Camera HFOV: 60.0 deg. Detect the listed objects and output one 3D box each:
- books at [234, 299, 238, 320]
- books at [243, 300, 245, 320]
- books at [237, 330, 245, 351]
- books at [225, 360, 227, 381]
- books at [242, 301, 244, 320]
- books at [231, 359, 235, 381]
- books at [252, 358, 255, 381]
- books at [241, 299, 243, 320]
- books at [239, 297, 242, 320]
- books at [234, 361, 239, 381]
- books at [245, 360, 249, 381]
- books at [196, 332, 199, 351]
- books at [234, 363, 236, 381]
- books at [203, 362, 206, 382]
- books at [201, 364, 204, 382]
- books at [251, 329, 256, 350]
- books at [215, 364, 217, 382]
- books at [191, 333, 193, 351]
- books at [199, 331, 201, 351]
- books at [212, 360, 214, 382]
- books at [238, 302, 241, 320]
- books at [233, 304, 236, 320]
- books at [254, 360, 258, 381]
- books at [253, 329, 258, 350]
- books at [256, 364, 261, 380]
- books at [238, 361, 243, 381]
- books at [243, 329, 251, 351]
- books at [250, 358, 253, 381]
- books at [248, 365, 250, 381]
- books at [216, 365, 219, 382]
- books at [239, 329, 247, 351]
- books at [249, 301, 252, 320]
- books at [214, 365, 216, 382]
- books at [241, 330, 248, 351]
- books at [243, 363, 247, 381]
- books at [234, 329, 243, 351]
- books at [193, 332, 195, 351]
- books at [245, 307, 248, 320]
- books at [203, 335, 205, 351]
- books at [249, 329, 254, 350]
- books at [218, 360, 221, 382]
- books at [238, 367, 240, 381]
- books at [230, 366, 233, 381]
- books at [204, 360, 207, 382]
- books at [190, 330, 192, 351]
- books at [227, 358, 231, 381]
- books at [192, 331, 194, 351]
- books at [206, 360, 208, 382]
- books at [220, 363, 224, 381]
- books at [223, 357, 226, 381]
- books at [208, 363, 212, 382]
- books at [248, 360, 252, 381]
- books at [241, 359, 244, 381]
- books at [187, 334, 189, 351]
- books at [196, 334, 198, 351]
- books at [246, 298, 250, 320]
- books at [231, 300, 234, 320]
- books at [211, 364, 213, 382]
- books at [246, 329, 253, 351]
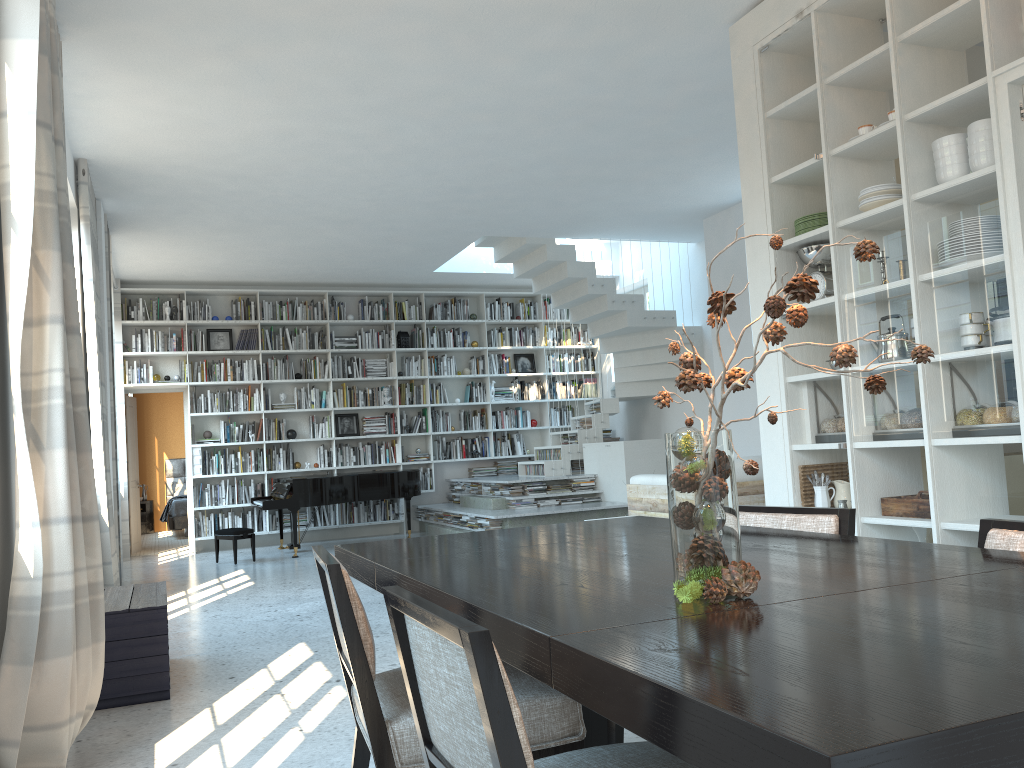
[{"bbox_3d":[-3.390,-0.888,10.903,0.024,0.279,0.188,-2,-4,-22],"label":"books"},{"bbox_3d":[-3.313,-0.888,10.933,0.011,0.274,0.183,-2,-4,-22],"label":"books"},{"bbox_3d":[-3.347,-0.519,10.909,0.110,0.279,0.174,-2,-4,-22],"label":"books"},{"bbox_3d":[-3.481,-0.149,10.796,0.023,0.271,0.187,-2,-4,-22],"label":"books"},{"bbox_3d":[-3.322,-0.882,10.928,0.010,0.263,0.156,-2,-4,-22],"label":"books"},{"bbox_3d":[-3.411,-0.158,10.844,0.025,0.286,0.161,-2,-4,-22],"label":"books"},{"bbox_3d":[-3.195,-0.167,10.919,0.022,0.289,0.169,-2,-4,-22],"label":"books"},{"bbox_3d":[-3.337,-0.891,10.935,0.013,0.283,0.166,-2,-4,-22],"label":"books"},{"bbox_3d":[-3.356,-0.908,10.946,0.014,0.320,0.137,-2,-4,-22],"label":"books"},{"bbox_3d":[-3.374,-0.146,10.861,0.029,0.260,0.158,-2,-4,-22],"label":"books"},{"bbox_3d":[-3.259,-0.152,10.886,0.022,0.263,0.174,-2,-4,-22],"label":"books"},{"bbox_3d":[-3.797,-0.491,10.708,0.019,0.243,0.153,-2,-4,-22],"label":"books"},{"bbox_3d":[-3.387,-0.133,10.839,0.013,0.232,0.171,-2,-4,-22],"label":"books"},{"bbox_3d":[-3.716,-0.132,10.708,0.014,0.252,0.187,-2,-4,-22],"label":"books"},{"bbox_3d":[-3.737,-0.120,10.701,0.030,0.229,0.172,-2,-4,-22],"label":"books"},{"bbox_3d":[-3.204,-0.529,10.967,0.078,0.285,0.174,-2,-4,-22],"label":"books"},{"bbox_3d":[-3.598,-0.124,10.761,0.011,0.229,0.170,-2,-4,-22],"label":"books"},{"bbox_3d":[-3.853,-0.482,10.677,0.009,0.228,0.184,-2,-4,-22],"label":"books"},{"bbox_3d":[-3.769,-0.500,10.707,0.023,0.258,0.183,-2,-4,-22],"label":"books"},{"bbox_3d":[-3.626,-0.147,10.758,0.012,0.277,0.150,-2,-4,-22],"label":"books"},{"bbox_3d":[-3.364,-0.874,10.911,0.028,0.249,0.155,-2,-4,-22],"label":"books"},{"bbox_3d":[-3.414,-0.856,10.896,0.028,0.218,0.153,-2,-4,-22],"label":"books"},{"bbox_3d":[-3.167,-0.155,10.926,0.035,0.263,0.178,-2,-4,-22],"label":"books"},{"bbox_3d":[-3.178,-0.531,10.962,0.078,0.285,0.174,-2,-4,-22],"label":"books"},{"bbox_3d":[-3.121,-0.128,10.915,0.039,0.202,0.236,-2,-4,-22],"label":"books"},{"bbox_3d":[-3.332,-0.147,10.881,0.035,0.260,0.131,-2,-4,-22],"label":"books"},{"bbox_3d":[-3.269,-0.526,10.919,0.097,0.282,0.174,-2,-4,-22],"label":"books"},{"bbox_3d":[-3.206,-0.168,10.901,0.012,0.290,0.182,-2,-4,-22],"label":"books"},{"bbox_3d":[-3.245,-0.123,10.903,0.013,0.206,0.172,-2,-4,-22],"label":"books"},{"bbox_3d":[-3.576,-0.119,10.762,0.031,0.217,0.173,-2,-4,-22],"label":"books"},{"bbox_3d":[-3.319,-0.522,10.901,0.110,0.279,0.174,-2,-4,-22],"label":"books"},{"bbox_3d":[-3.244,-0.882,10.979,0.022,0.260,0.152,-2,-4,-22],"label":"books"},{"bbox_3d":[-3.607,-0.119,10.749,0.014,0.218,0.164,-2,-4,-22],"label":"books"},{"bbox_3d":[-3.304,-0.521,10.926,0.110,0.279,0.174,-2,-4,-22],"label":"books"},{"bbox_3d":[-3.282,-0.135,10.876,0.030,0.230,0.172,-2,-4,-22],"label":"books"},{"bbox_3d":[-3.364,-0.519,10.892,0.110,0.279,0.174,-2,-4,-22],"label":"books"},{"bbox_3d":[-3.838,-0.492,10.698,0.010,0.249,0.166,-2,-4,-22],"label":"books"},{"bbox_3d":[-3.283,-0.847,10.946,0.027,0.190,0.177,-2,-4,-22],"label":"books"},{"bbox_3d":[-3.730,-0.479,10.721,0.012,0.214,0.185,-2,-4,-22],"label":"books"},{"bbox_3d":[-3.227,-0.528,10.962,0.078,0.285,0.174,-2,-4,-22],"label":"books"},{"bbox_3d":[-3.559,-0.147,10.777,0.014,0.272,0.180,-2,-4,-22],"label":"books"},{"bbox_3d":[-3.348,-0.110,10.866,0.022,0.186,0.136,-2,-4,-22],"label":"books"},{"bbox_3d":[-3.423,-0.114,10.806,0.029,0.195,0.192,-2,-4,-22],"label":"books"},{"bbox_3d":[-3.703,-0.146,10.719,0.020,0.280,0.164,-2,-4,-22],"label":"books"},{"bbox_3d":[-3.871,-0.505,10.686,0.005,0.277,0.147,-2,-4,-22],"label":"books"},{"bbox_3d":[-3.455,-0.158,10.801,0.030,0.285,0.185,-2,-4,-22],"label":"books"},{"bbox_3d":[-3.843,-0.498,10.686,0.009,0.260,0.184,-2,-4,-22],"label":"books"},{"bbox_3d":[-3.685,-0.146,10.715,0.011,0.277,0.164,-2,-4,-22],"label":"books"},{"bbox_3d":[-3.531,-0.130,10.791,0.047,0.238,0.162,-2,-4,-22],"label":"books"},{"bbox_3d":[-3.506,-0.164,10.807,0.014,0.303,0.151,-2,-4,-22],"label":"books"},{"bbox_3d":[-3.664,-0.132,10.741,0.047,0.249,0.134,-2,-4,-22],"label":"books"},{"bbox_3d":[-3.233,-0.153,10.920,0.024,0.265,0.155,-2,-4,-22],"label":"books"},{"bbox_3d":[-3.305,-0.159,10.874,0.012,0.280,0.188,-2,-4,-22],"label":"books"},{"bbox_3d":[-3.908,-0.480,10.691,0.006,0.233,0.136,-2,-4,-22],"label":"books"},{"bbox_3d":[-3.803,-0.479,10.693,0.018,0.218,0.186,-2,-4,-22],"label":"books"},{"bbox_3d":[-3.258,-0.901,10.949,0.025,0.297,0.163,-2,-4,-22],"label":"books"},{"bbox_3d":[-3.439,-0.884,10.902,0.013,0.277,0.151,-2,-4,-22],"label":"books"},{"bbox_3d":[-3.637,-0.123,10.755,0.012,0.230,0.149,-2,-4,-22],"label":"books"},{"bbox_3d":[-3.246,-0.528,10.950,0.078,0.285,0.174,-2,-4,-22],"label":"books"}]
